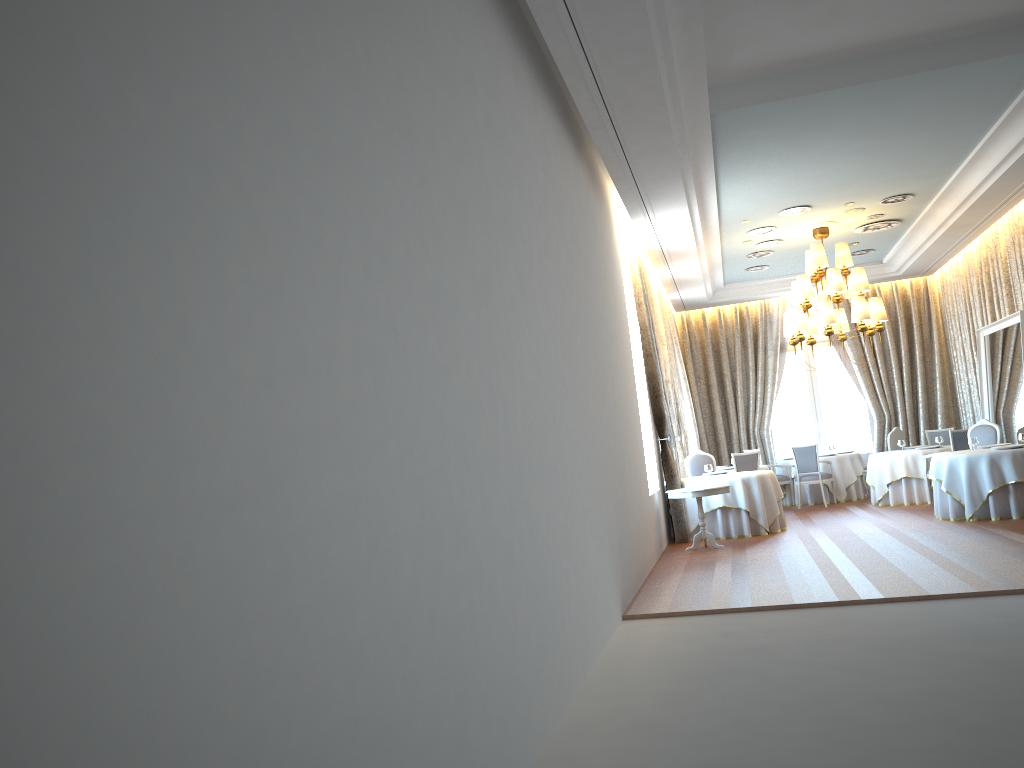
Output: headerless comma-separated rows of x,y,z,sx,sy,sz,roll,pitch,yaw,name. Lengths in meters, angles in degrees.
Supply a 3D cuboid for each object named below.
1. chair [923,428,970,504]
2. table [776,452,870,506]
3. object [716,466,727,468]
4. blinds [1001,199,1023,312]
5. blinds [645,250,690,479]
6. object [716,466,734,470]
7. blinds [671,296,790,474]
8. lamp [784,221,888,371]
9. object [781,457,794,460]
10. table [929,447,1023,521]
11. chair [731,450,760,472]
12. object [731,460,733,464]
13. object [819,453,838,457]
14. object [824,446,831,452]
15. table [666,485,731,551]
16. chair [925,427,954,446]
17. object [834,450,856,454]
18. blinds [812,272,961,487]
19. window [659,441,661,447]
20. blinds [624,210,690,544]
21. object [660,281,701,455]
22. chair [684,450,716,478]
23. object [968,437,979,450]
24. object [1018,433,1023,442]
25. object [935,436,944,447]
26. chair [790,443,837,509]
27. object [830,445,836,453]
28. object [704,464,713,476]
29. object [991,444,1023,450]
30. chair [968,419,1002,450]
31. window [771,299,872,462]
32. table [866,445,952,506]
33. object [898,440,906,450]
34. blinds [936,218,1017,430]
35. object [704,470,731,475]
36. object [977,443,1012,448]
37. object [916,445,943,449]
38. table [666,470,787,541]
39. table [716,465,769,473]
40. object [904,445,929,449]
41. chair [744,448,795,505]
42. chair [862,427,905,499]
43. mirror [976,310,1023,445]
6.770,1.256,13.593,0.650,1.108,0.629,-5,-5,-16,chair
5.827,1.800,16.681,1.667,0.890,1.663,-10,-6,32,table
3.645,1.498,15.839,0.419,0.036,0.419,-7,-5,12,object
6.863,-0.865,10.805,0.238,4.819,4.439,-8,-5,14,blinds
2.739,-0.004,15.159,0.335,4.969,2.257,-8,-5,14,blinds
3.620,1.418,14.910,0.419,0.036,0.419,-7,-5,12,object
4.591,0.048,18.036,2.535,4.901,0.386,-8,-5,14,blinds
4.681,-1.298,13.054,1.373,2.121,1.373,-2,-7,-39,lamp
5.265,1.395,16.696,0.419,0.036,0.419,-7,-5,12,object
6.347,1.283,11.529,1.663,0.890,1.667,-7,-5,2,table
3.700,1.654,14.254,0.650,1.108,0.629,-5,-5,-11,chair
3.824,1.356,15.200,0.128,0.165,0.128,-8,-5,14,object
5.782,1.300,16.271,0.419,0.036,0.419,-7,-5,12,object
5.904,1.249,16.577,0.128,0.165,0.128,-8,-5,14,object
2.432,1.730,11.334,0.761,0.801,0.760,-3,-6,-37,table
7.563,1.348,15.614,0.650,1.108,0.629,-10,-6,34,chair
6.245,1.282,16.650,0.419,0.036,0.419,-7,-5,12,object
7.361,-0.319,17.358,2.476,4.901,0.386,-8,-5,14,blinds
2.153,-0.074,14.023,0.259,3.306,1.882,-8,-5,13,window
2.119,-0.148,12.784,0.315,4.930,2.204,-8,-5,14,blinds
3.335,0.164,17.260,0.386,4.901,2.121,-8,-5,14,object
3.054,1.613,13.631,0.563,1.233,0.690,-5,-5,-11,chair
6.173,0.799,11.864,0.128,0.165,0.128,-11,-7,43,object
6.525,0.709,11.297,0.128,0.165,0.128,-8,-5,14,object
6.958,0.941,14.434,0.128,0.165,0.128,-8,-5,14,object
5.275,1.602,15.624,0.650,1.108,0.629,-9,-6,29,chair
6.122,1.259,16.961,0.128,0.165,0.128,-8,-5,14,object
2.877,1.261,12.960,0.128,0.165,0.128,-6,-5,-4,object
6.241,0.790,11.121,0.419,0.036,0.419,-7,-5,12,object
6.497,1.126,12.442,0.690,1.233,0.563,-4,-6,-26,chair
6.115,-0.150,18.089,1.881,3.306,0.196,-8,-5,14,window
6.727,1.513,14.585,1.663,0.890,1.667,-9,-6,27,table
6.565,1.029,14.929,0.128,0.165,0.128,-8,-5,14,object
7.925,-0.605,15.039,0.238,4.819,4.439,-8,-5,14,blinds
3.057,1.331,13.233,0.419,0.036,0.419,-7,-5,12,object
6.503,0.835,11.953,0.419,0.036,0.419,-7,-5,12,object
6.697,1.017,14.229,0.419,0.036,0.419,-7,-5,12,object
3.075,1.757,12.780,1.663,0.890,1.667,-7,-5,2,table
3.722,1.913,15.333,1.667,0.890,1.663,-7,-5,7,table
6.859,1.070,15.031,0.419,0.036,0.419,-7,-5,12,object
4.772,1.736,16.501,0.629,1.108,0.650,-4,-5,-21,chair
6.726,1.418,15.996,0.563,1.233,0.690,-3,-6,-36,chair
7.203,0.353,12.886,0.385,2.564,2.251,-8,-5,14,mirror
